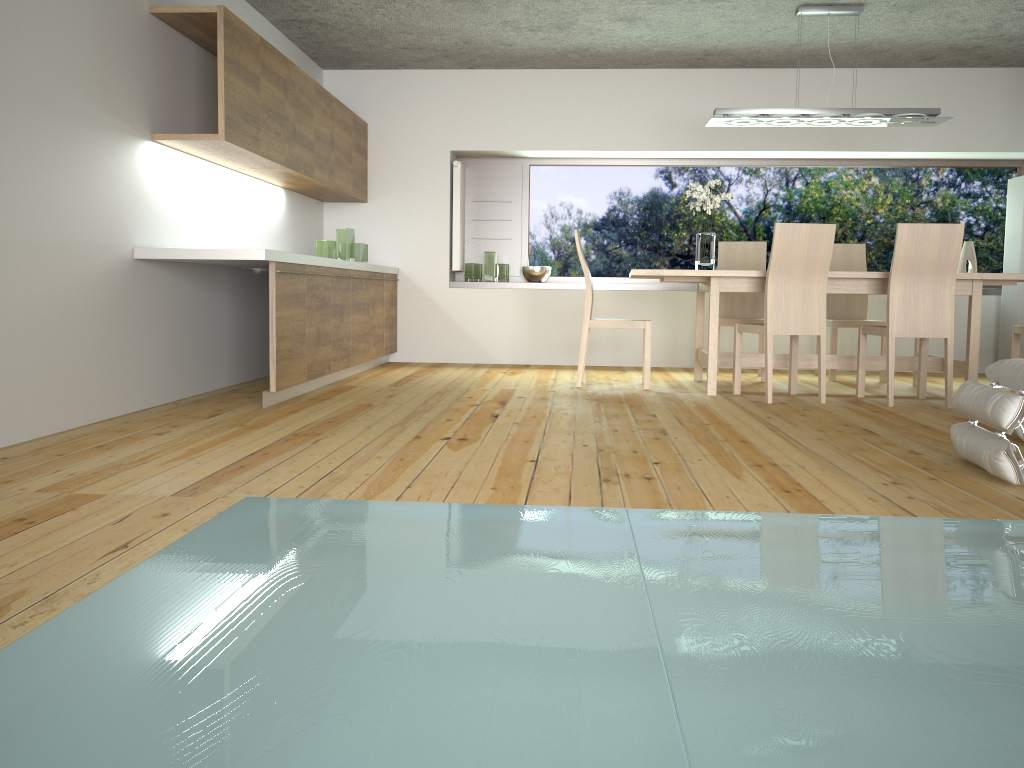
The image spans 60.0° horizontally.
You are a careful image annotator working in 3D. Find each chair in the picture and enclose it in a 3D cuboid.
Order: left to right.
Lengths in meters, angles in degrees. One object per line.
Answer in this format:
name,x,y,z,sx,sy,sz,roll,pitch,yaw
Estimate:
chair,0.664,-0.497,5.868,0.506,1.015,0.405,1,4,7
chair,1.680,-0.551,6.531,0.404,1.015,0.507,2,5,15
chair,1.602,-0.418,5.231,0.404,1.015,0.507,0,5,-7
chair,2.520,-0.548,6.614,0.404,1.015,0.507,1,5,3
chair,2.296,-0.397,5.125,0.404,1.015,0.507,1,5,3
chair,3.492,-0.428,5.582,0.506,1.015,0.405,2,5,17

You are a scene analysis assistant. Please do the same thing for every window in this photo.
window,2.228,-1.399,7.706,4.186,0.976,0.013,1,4,4

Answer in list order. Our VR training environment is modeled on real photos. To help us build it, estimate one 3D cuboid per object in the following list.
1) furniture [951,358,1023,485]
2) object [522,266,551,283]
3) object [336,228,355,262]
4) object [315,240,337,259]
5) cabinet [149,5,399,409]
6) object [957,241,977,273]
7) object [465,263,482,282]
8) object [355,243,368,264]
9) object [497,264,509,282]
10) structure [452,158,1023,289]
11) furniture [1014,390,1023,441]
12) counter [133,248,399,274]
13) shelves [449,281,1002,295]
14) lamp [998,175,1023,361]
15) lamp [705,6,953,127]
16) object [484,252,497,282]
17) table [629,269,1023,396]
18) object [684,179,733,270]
furniture,1.951,0.102,3.058,0.686,0.438,0.571,2,5,10
object,0.211,-0.939,7.624,0.247,0.137,0.247,5,7,39
object,-1.227,-1.012,6.525,0.099,0.259,0.099,3,5,28
object,-1.338,-0.951,6.384,0.111,0.160,0.112,3,5,28
cabinet,-1.386,-1.034,5.988,0.656,1.999,3.099,1,5,4
object,3.766,-0.983,7.329,0.153,0.383,0.153,1,4,0
object,-0.332,-0.960,7.643,0.111,0.160,0.112,5,7,43
object,-1.168,-0.983,6.715,0.112,0.160,0.111,3,5,28
object,-0.088,-0.962,7.697,0.111,0.160,0.112,0,5,-11
structure,1.918,-1.353,7.516,4.875,1.151,0.527,1,5,4
furniture,2.536,0.040,3.729,0.687,0.438,0.570,5,7,39
counter,-1.397,-0.796,5.910,0.652,0.054,3.293,1,6,4
shelves,1.910,-0.810,7.533,4.870,0.054,0.405,1,6,4
lamp,4.026,-0.848,6.894,0.280,1.497,0.281,1,4,4
lamp,2.025,-2.046,5.699,1.490,0.718,0.291,1,4,4
object,-0.183,-0.998,7.568,0.099,0.259,0.099,1,4,9
table,2.019,-0.335,5.747,2.500,0.754,1.203,1,5,7
object,1.271,-1.034,5.780,0.304,0.606,0.303,1,5,7
